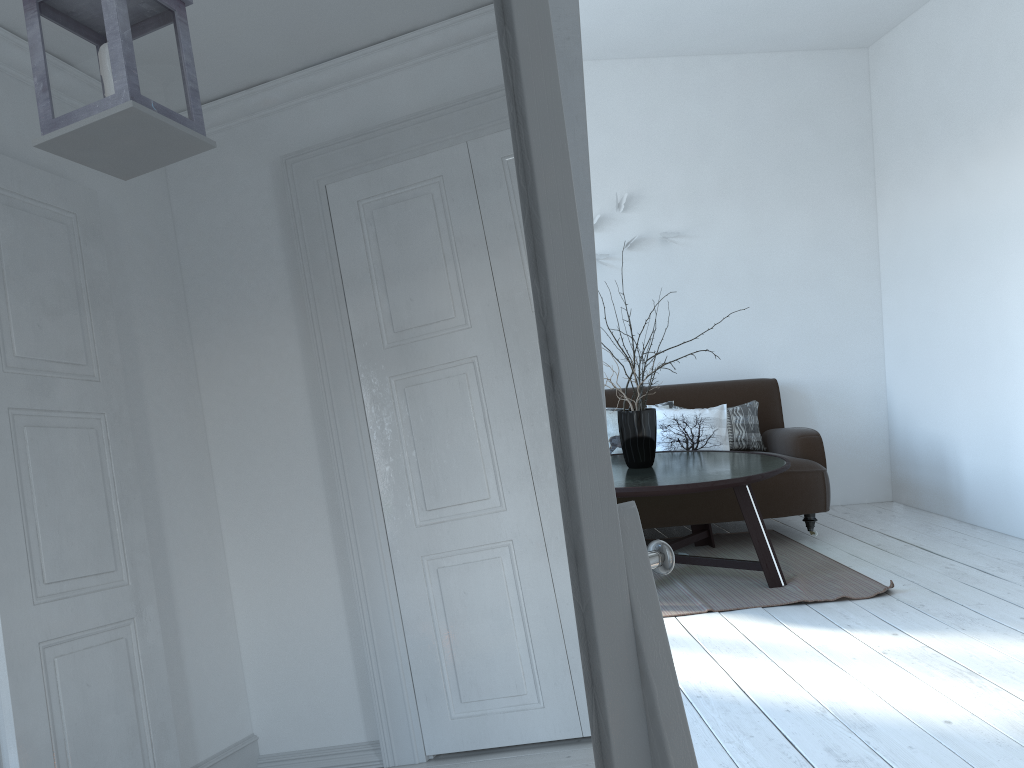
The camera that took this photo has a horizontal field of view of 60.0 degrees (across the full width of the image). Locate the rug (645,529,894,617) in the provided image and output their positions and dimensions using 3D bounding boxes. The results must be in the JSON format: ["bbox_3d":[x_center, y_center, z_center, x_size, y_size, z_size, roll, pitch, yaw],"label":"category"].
[{"bbox_3d":[0.646,0.859,4.165,1.710,0.055,1.455,-4,1,-4],"label":"rug"}]

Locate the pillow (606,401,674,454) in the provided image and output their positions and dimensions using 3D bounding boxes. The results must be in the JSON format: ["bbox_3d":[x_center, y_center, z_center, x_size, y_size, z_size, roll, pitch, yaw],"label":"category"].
[{"bbox_3d":[0.688,0.285,4.983,0.473,0.348,0.158,-4,2,-6],"label":"pillow"}]

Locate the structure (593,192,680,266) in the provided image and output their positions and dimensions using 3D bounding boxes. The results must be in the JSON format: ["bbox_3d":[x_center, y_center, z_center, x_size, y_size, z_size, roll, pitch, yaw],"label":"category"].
[{"bbox_3d":[0.495,-0.899,5.325,1.025,0.478,0.085,-4,2,-4],"label":"structure"}]

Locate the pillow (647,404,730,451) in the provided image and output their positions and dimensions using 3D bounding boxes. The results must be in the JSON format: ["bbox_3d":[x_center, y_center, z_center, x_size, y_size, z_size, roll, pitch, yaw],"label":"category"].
[{"bbox_3d":[0.984,0.256,4.929,0.471,0.309,0.188,-4,2,-4],"label":"pillow"}]

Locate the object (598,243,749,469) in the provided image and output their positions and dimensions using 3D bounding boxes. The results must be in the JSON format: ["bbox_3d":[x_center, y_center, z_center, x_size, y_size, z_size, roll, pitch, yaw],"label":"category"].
[{"bbox_3d":[0.689,-0.150,4.045,0.845,1.066,0.525,-5,2,-33],"label":"object"}]

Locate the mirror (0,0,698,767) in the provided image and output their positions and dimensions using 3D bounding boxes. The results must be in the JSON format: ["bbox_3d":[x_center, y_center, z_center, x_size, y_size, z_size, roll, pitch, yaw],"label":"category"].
[{"bbox_3d":[-0.102,0.261,0.538,0.610,1.489,0.417,-6,3,-39],"label":"mirror"}]

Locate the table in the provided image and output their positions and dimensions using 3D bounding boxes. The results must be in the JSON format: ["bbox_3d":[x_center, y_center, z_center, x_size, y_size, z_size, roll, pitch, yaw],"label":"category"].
[{"bbox_3d":[0.631,0.635,4.130,1.299,0.503,1.299,-4,1,-14],"label":"table"}]

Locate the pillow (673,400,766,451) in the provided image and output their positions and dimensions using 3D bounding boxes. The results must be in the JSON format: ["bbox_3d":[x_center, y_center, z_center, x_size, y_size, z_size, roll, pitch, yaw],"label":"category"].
[{"bbox_3d":[1.177,0.252,5.056,0.542,0.288,0.182,-4,2,-3],"label":"pillow"}]

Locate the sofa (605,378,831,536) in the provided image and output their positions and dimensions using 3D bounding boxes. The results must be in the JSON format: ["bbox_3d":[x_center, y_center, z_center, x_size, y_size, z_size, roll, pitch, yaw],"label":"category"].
[{"bbox_3d":[0.566,0.451,4.911,2.165,0.825,0.968,-4,2,-4],"label":"sofa"}]

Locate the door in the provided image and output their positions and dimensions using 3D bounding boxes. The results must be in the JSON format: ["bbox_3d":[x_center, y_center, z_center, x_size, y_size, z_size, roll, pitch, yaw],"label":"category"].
[{"bbox_3d":[0.734,-0.320,1.510,2.598,2.507,0.577,-4,2,-4],"label":"door"}]
